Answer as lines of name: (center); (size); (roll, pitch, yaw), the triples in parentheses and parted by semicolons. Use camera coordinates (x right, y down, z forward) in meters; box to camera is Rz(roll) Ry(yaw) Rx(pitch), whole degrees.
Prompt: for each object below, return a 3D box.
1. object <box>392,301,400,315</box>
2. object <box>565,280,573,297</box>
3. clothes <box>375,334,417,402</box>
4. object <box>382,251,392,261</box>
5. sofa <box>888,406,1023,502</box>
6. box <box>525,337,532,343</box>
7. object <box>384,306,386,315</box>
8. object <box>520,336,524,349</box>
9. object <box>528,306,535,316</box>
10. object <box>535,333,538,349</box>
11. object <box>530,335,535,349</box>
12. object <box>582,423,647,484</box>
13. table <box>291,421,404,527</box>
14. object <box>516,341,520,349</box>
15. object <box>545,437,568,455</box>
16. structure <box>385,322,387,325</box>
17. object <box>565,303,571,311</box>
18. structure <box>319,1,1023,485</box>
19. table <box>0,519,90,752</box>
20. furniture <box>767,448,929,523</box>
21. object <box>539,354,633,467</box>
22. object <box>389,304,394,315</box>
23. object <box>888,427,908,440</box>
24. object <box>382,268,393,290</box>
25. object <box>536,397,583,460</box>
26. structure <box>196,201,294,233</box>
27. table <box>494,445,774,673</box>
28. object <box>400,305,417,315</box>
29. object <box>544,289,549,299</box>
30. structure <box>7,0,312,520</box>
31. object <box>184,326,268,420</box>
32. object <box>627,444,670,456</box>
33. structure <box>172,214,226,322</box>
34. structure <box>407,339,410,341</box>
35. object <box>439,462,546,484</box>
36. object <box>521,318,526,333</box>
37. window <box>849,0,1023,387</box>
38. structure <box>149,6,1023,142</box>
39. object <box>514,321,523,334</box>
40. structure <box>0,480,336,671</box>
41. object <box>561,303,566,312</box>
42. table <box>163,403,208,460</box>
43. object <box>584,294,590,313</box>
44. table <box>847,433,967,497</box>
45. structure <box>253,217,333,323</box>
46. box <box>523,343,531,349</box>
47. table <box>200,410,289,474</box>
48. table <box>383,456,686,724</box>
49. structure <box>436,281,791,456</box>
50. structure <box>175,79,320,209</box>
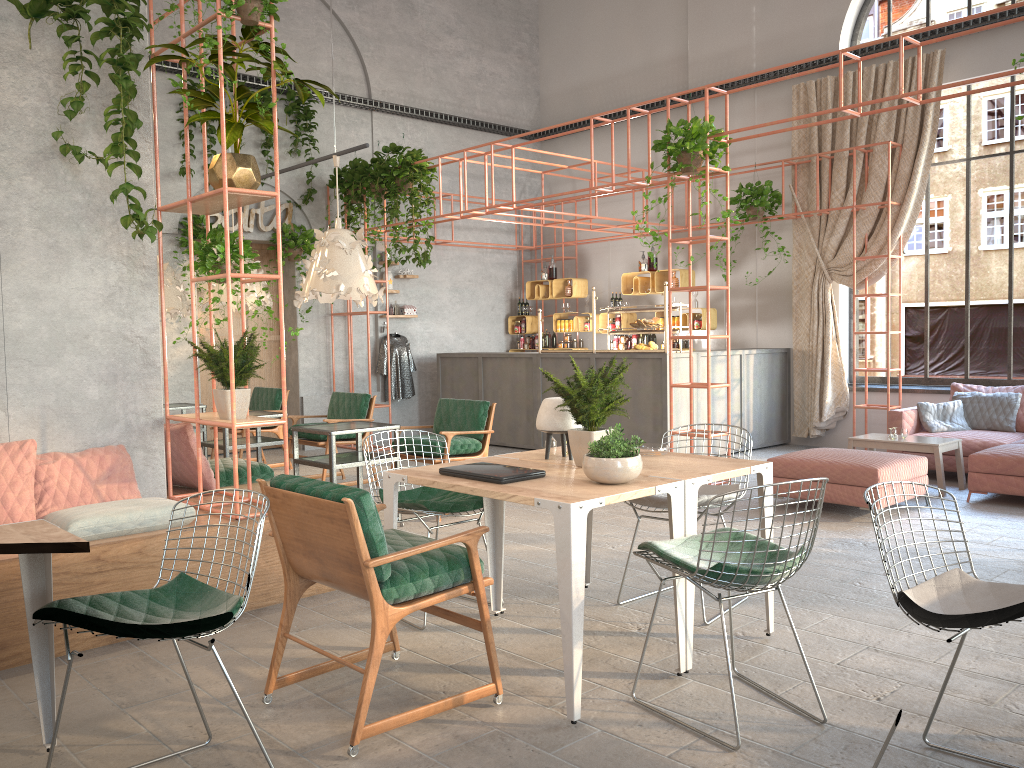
object: (-1.648, -1.078, 12.582); (0.081, 0.204, 0.081); (-4, 4, -42)
object: (0.857, -1.419, 13.230); (0.137, 0.261, 0.137); (-1, 3, -7)
clothes: (-1.623, -0.219, 12.615); (0.366, 0.997, 0.625); (0, 3, 27)
object: (-1.754, -1.790, 12.445); (0.133, 0.145, 0.133); (-1, 3, 9)
sofa: (4.518, 0.606, 8.058); (1.960, 0.672, 2.219); (-4, 4, -42)
box: (0.268, -0.682, 13.821); (0.058, 0.093, 0.122); (-3, 4, -31)
object: (-1.767, -1.051, 12.490); (0.055, 0.164, 0.092); (-2, 3, -24)
object: (0.158, -0.648, 13.879); (0.070, 0.209, 0.070); (1, 4, 37)
object: (0.300, -1.147, 13.929); (0.115, 0.147, 0.115); (-1, 3, 2)
object: (0.406, -0.659, 13.634); (0.072, 0.248, 0.094); (-4, 4, -43)
object: (0.329, -0.647, 13.710); (0.073, 0.219, 0.105); (-3, 4, -36)
object: (0.415, 0.287, 3.684); (0.248, 0.247, 0.254); (-4, 4, -43)
table: (-1.274, 0.721, 6.864); (0.635, 0.798, 0.602); (-4, 4, -43)
object: (0.108, -0.612, 13.952); (0.073, 0.131, 0.073); (-2, 3, -18)
object: (0.285, 0.287, 4.576); (0.210, 0.154, 0.165); (1, 4, 37)
structure: (-1.781, -0.861, 12.554); (0.066, 0.044, 0.019); (-4, 4, -43)
object: (0.833, -1.122, 13.160); (0.083, 0.159, 0.083); (-3, 4, -33)
structure: (3.711, -0.857, 7.837); (4.157, 4.247, 14.689); (-4, 4, -43)
table: (-1.496, 0.926, 2.490); (0.694, 0.830, 1.214); (-4, 4, -43)
furniture: (2.767, 0.788, 7.331); (0.941, 0.446, 0.976); (-4, 4, -43)
object: (0.367, 0.122, 4.117); (0.438, 0.527, 0.368); (-4, 4, -43)
object: (-1.705, -1.047, 12.520); (0.063, 0.151, 0.063); (1, 4, 33)
object: (3.514, 0.481, 8.143); (0.199, 0.145, 0.156); (-3, 3, -28)
object: (-1.748, -1.487, 12.471); (0.136, 0.336, 0.145); (-3, 3, -29)
object: (0.240, 0.225, 4.423); (0.241, 0.313, 0.241); (-1, 3, 2)
structure: (-3.335, -2.151, 11.107); (1.312, 0.505, 0.063); (-4, 4, -43)
table: (0.575, 0.783, 4.403); (0.694, 0.830, 1.214); (-4, 4, -43)
object: (-1.490, -1.057, 12.730); (0.219, 0.149, 0.129); (-4, 4, -43)
object: (0.555, -1.366, 13.469); (0.123, 0.142, 0.141); (-4, 4, -43)
structure: (-2.919, -1.074, 3.860); (4.501, 4.345, 14.096); (-4, 4, -44)
object: (-1.586, -0.061, 4.993); (0.438, 0.527, 0.368); (-4, 4, -43)
object: (0.691, 0.336, 4.507); (0.218, 0.041, 0.218); (-3, 4, -34)
structure: (-3.882, -1.506, 10.697); (0.921, 1.527, 0.950); (-2, 3, -9)
structure: (-1.510, -0.637, 12.819); (0.066, 0.044, 0.019); (-4, 4, -43)
object: (-0.091, 0.391, 3.922); (0.268, 0.031, 0.427); (-4, 4, -43)
object: (0.201, -0.914, 13.837); (0.072, 0.248, 0.094); (-4, 4, -43)
window: (5.591, -2.725, 9.474); (0.089, 5.538, 4.127); (-4, 4, -43)
structure: (-0.011, -3.444, 3.913); (15.603, 0.110, 15.203); (-4, 4, -43)
object: (0.104, -0.893, 13.961); (0.131, 0.207, 0.131); (-1, 3, 2)
structure: (-4.409, 0.974, 6.003); (4.386, 0.500, 5.831); (-4, 4, -43)
object: (0.771, -1.125, 13.227); (0.083, 0.159, 0.083); (-3, 4, -33)
table: (-3.658, 0.630, 9.438); (0.635, 0.798, 0.602); (-4, 4, -43)
object: (1.102, -1.178, 13.048); (0.075, 0.273, 0.075); (0, 3, 13)
table: (3.607, 0.726, 8.161); (0.520, 0.455, 0.916); (-4, 4, -43)
structure: (-2.941, -1.554, 11.624); (0.950, 1.527, 0.921); (-4, 4, -44)
box: (0.242, -0.587, 13.797); (0.058, 0.093, 0.122); (-4, 4, -43)
table: (-2.466, 0.675, 8.151); (0.635, 0.798, 0.602); (-4, 4, -43)
table: (0.066, 0.818, 3.928); (0.694, 0.830, 1.205); (-4, 4, -43)
structure: (1.254, -0.225, 11.998); (2.579, 2.022, 4.057); (-4, 4, -43)
structure: (-3.275, -2.985, 10.988); (0.856, 1.514, 1.939); (2, 4, 41)
